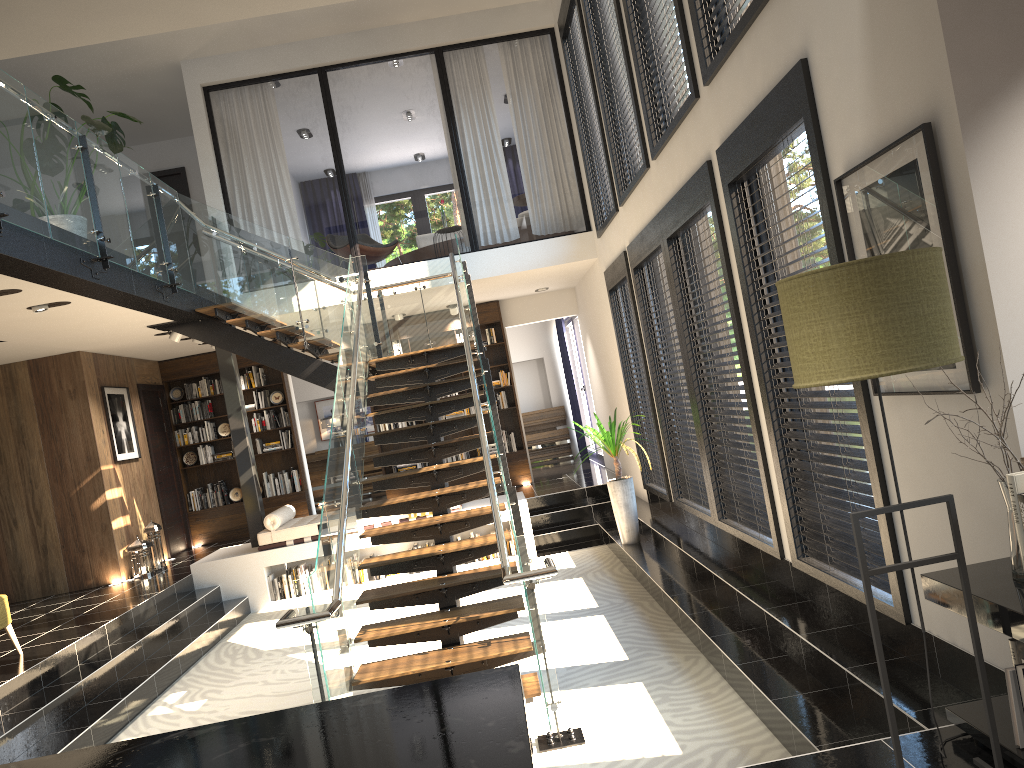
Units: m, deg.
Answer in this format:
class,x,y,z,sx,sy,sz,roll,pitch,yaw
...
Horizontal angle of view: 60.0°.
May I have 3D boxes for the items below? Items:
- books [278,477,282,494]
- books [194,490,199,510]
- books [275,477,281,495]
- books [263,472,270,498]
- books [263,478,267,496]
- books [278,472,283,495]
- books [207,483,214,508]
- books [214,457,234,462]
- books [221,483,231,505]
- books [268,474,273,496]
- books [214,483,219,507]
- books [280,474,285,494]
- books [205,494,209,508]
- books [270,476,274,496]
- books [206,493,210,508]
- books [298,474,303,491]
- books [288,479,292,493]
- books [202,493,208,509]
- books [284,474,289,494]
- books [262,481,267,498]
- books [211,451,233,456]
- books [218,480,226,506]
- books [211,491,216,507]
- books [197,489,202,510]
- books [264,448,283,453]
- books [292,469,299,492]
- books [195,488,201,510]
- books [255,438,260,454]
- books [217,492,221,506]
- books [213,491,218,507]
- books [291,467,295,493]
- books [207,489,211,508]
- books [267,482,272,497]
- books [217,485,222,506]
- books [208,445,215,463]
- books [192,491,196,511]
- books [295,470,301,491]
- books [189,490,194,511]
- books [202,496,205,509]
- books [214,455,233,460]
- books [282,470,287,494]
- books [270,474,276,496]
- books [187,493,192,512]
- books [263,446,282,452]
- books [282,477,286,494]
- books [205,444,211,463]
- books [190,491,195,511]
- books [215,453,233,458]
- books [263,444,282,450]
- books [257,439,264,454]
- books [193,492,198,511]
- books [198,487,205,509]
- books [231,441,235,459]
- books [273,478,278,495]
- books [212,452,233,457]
class,x,y,z,sx,sy,sz,roll,pitch,yaw
books,-3.325,1.459,12.768,0.025,0.260,0.114,-10,0,-2
books,-4.489,1.651,12.711,0.016,0.304,0.217,-10,0,-2
books,-3.355,1.466,12.753,0.037,0.255,0.145,-10,0,-2
books,-3.513,1.442,12.718,0.017,0.359,0.189,-10,0,-2
books,-3.527,1.487,12.760,0.024,0.278,0.135,-10,0,-2
books,-3.312,1.425,12.744,0.012,0.322,0.177,-10,0,-2
books,-4.298,1.596,12.701,0.016,0.341,0.217,-10,0,-2
books,-4.127,1.081,12.740,0.262,0.032,0.154,-10,-1,0
books,-4.106,1.574,12.726,0.042,0.315,0.193,-10,0,-2
books,-3.459,1.455,12.763,0.019,0.317,0.122,-10,0,-2
books,-4.212,1.590,12.721,0.016,0.322,0.219,-10,0,-2
books,-3.289,1.438,12.749,0.029,0.286,0.138,-10,0,-2
books,-4.352,1.675,12.737,0.029,0.207,0.167,-10,0,-2
books,-3.438,1.465,12.765,0.019,0.289,0.145,-10,0,-2
books,-4.326,1.662,12.728,0.026,0.222,0.209,-10,0,-2
books,-3.032,1.411,12.766,0.029,0.247,0.139,-10,0,-2
books,-3.184,1.466,12.779,0.032,0.195,0.134,-10,0,-2
books,-4.376,1.674,12.710,0.021,0.217,0.220,-10,-1,-2
books,-3.228,1.424,12.747,0.018,0.292,0.191,-10,0,-2
books,-3.547,1.508,12.766,0.023,0.244,0.135,-10,0,-2
books,-4.143,0.990,12.723,0.292,0.013,0.187,-10,-1,0
books,-4.139,1.559,12.701,0.019,0.356,0.235,-10,0,-2
books,-4.264,1.651,12.740,0.034,0.223,0.209,-10,0,-2
books,-4.458,1.647,12.740,0.018,0.301,0.195,-10,0,-2
books,-3.428,0.959,12.776,0.245,0.021,0.159,-10,-1,0
books,-3.097,1.389,12.760,0.035,0.314,0.168,-10,0,-2
books,-4.474,1.647,12.706,0.015,0.306,0.222,-10,0,-2
books,-3.643,0.895,12.774,0.028,0.224,0.161,-10,0,-2
books,-4.179,1.642,12.742,0.033,0.208,0.192,-10,0,-2
books,-4.230,1.645,12.741,0.036,0.222,0.173,-10,0,-2
books,-3.150,1.378,12.754,0.065,0.354,0.164,-10,0,-2
books,-4.309,1.629,12.717,0.017,0.282,0.232,-10,0,-2
books,-3.476,1.510,12.763,0.034,0.215,0.104,-10,0,-2
books,-4.157,1.589,12.724,0.027,0.304,0.204,-10,0,-2
books,-4.310,1.003,12.745,0.030,0.253,0.138,-10,0,-2
books,-4.532,1.670,12.736,0.030,0.282,0.170,-10,0,-2
books,-3.065,1.387,12.754,0.029,0.306,0.149,-10,0,-2
books,-4.577,1.675,12.749,0.032,0.288,0.180,-10,0,-2
books,-4.405,1.683,12.756,0.035,0.212,0.159,-10,0,-2
books,-4.132,1.055,12.743,0.266,0.021,0.152,-10,-1,-4
books,-3.249,1.408,12.747,0.016,0.332,0.195,-10,0,-2
books,-3.422,1.445,12.750,0.019,0.321,0.161,-10,0,-2
books,-4.606,1.694,12.741,0.032,0.261,0.194,-10,0,-2
books,-3.432,0.934,12.764,0.271,0.028,0.174,-10,-1,-7
books,-3.261,1.452,12.765,0.022,0.250,0.144,-10,0,-2
books,-4.342,0.995,12.726,0.032,0.279,0.133,-10,0,-2
books,-4.553,1.674,12.718,0.014,0.282,0.232,-10,0,-2
books,-4.137,1.029,12.743,0.244,0.033,0.142,-10,-1,-6
books,-3.438,0.906,12.773,0.263,0.030,0.159,-10,-1,-5
books,-3.609,0.897,12.746,0.036,0.206,0.215,-10,-1,-2
books,-4.504,1.671,12.706,0.022,0.269,0.216,-10,0,-2
books,-4.440,1.642,12.734,0.020,0.304,0.189,-10,0,-2
books,-3.985,0.939,12.747,0.032,0.261,0.157,-10,0,-2
books,-3.390,1.476,12.771,0.033,0.250,0.115,-10,0,-2
books,-4.142,1.004,12.731,0.293,0.016,0.174,-10,-1,-3
